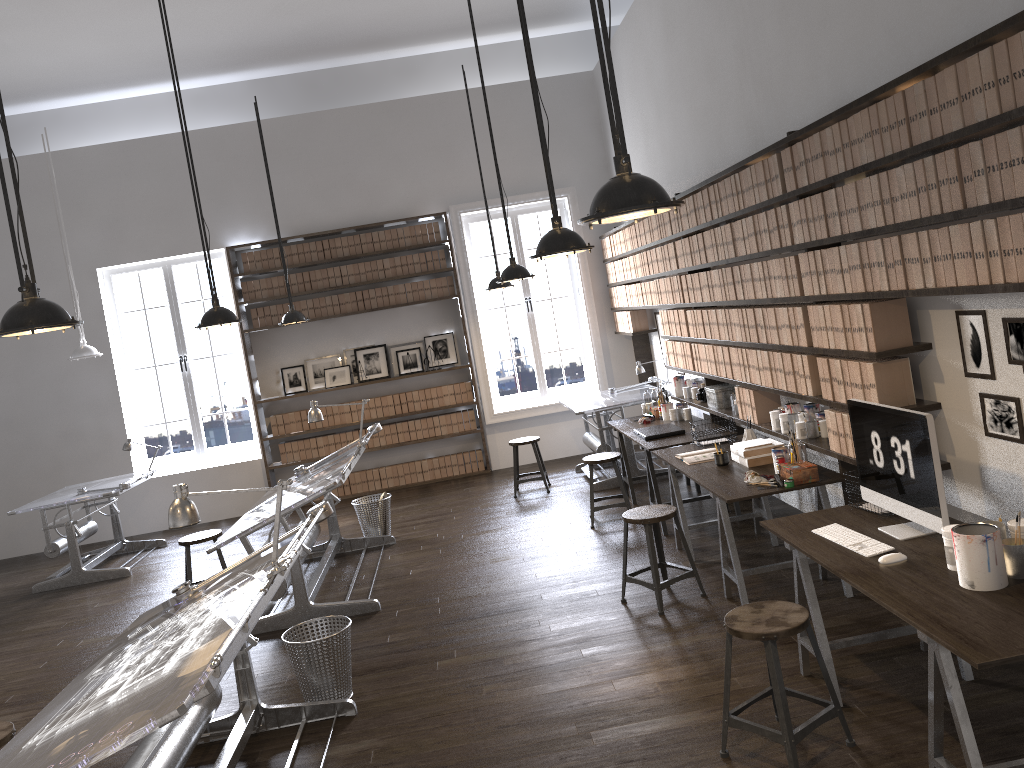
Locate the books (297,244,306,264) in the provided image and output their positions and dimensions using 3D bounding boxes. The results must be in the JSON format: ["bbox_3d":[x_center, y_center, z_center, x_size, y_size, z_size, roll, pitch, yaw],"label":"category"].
[{"bbox_3d":[-2.375,-1.469,10.035,0.067,0.225,0.175,-10,3,-3],"label":"books"}]

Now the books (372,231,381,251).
[{"bbox_3d":[-1.539,-1.614,10.087,0.067,0.225,0.175,-10,3,-3],"label":"books"}]

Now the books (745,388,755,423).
[{"bbox_3d":[1.654,0.132,5.862,0.174,0.225,0.067,-10,2,-4],"label":"books"}]

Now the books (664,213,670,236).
[{"bbox_3d":[1.332,-1.312,7.133,0.174,0.225,0.067,-10,2,-4],"label":"books"}]

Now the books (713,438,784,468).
[{"bbox_3d":[1.409,0.402,5.314,0.385,0.147,0.295,-10,4,-4],"label":"books"}]

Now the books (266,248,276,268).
[{"bbox_3d":[-2.709,-1.410,10.012,0.067,0.225,0.175,-10,3,-3],"label":"books"}]

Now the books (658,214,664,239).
[{"bbox_3d":[1.317,-1.328,7.347,0.174,0.225,0.067,-10,2,-4],"label":"books"}]

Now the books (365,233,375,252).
[{"bbox_3d":[-1.610,-1.602,10.082,0.067,0.225,0.175,-10,3,-4],"label":"books"}]

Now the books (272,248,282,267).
[{"bbox_3d":[-2.640,-1.422,10.012,0.067,0.225,0.175,-10,3,-4],"label":"books"}]

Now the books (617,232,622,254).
[{"bbox_3d":[1.187,-1.456,9.077,0.174,0.225,0.067,-10,2,-4],"label":"books"}]

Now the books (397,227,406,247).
[{"bbox_3d":[-1.262,-1.663,10.108,0.067,0.225,0.175,-10,3,-3],"label":"books"}]

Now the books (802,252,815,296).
[{"bbox_3d":[1.608,-0.580,4.563,0.174,0.225,0.067,-10,2,-4],"label":"books"}]

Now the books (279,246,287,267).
[{"bbox_3d":[-2.569,-1.435,10.019,0.067,0.225,0.175,-10,3,-3],"label":"books"}]

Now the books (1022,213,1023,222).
[{"bbox_3d":[1.737,-0.450,2.812,0.174,0.225,0.067,-10,2,-4],"label":"books"}]

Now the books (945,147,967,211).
[{"bbox_3d":[1.665,-0.742,3.170,0.174,0.225,0.067,-10,2,-4],"label":"books"}]

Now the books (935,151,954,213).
[{"bbox_3d":[1.665,-0.748,3.245,0.174,0.225,0.067,-10,2,-4],"label":"books"}]

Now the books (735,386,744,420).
[{"bbox_3d":[1.637,0.117,6.071,0.174,0.225,0.067,-10,2,-4],"label":"books"}]

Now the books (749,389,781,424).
[{"bbox_3d":[1.664,0.136,5.792,0.174,0.225,0.067,-10,2,-4],"label":"books"}]

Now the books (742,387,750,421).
[{"bbox_3d":[1.653,0.126,5.933,0.174,0.225,0.067,-10,2,-4],"label":"books"}]

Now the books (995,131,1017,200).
[{"bbox_3d":[1.691,-0.721,2.884,0.174,0.225,0.067,-10,2,-4],"label":"books"}]

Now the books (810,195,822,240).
[{"bbox_3d":[1.584,-0.832,4.367,0.174,0.225,0.067,-10,2,-4],"label":"books"}]

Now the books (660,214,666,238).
[{"bbox_3d":[1.323,-1.322,7.273,0.174,0.225,0.067,-10,2,-4],"label":"books"}]

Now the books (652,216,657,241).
[{"bbox_3d":[1.301,-1.343,7.554,0.174,0.225,0.067,-10,2,-4],"label":"books"}]

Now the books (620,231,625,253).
[{"bbox_3d":[1.199,-1.447,8.948,0.174,0.225,0.067,-10,2,-4],"label":"books"}]

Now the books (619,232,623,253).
[{"bbox_3d":[1.196,-1.452,9.010,0.174,0.225,0.067,-10,2,-4],"label":"books"}]

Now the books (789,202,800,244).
[{"bbox_3d":[1.560,-0.852,4.639,0.174,0.225,0.067,-10,2,-4],"label":"books"}]

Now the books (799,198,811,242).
[{"bbox_3d":[1.567,-0.840,4.495,0.174,0.225,0.067,-10,2,-4],"label":"books"}]

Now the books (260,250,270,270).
[{"bbox_3d":[-2.778,-1.398,10.009,0.067,0.225,0.175,-10,3,-3],"label":"books"}]

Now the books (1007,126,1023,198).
[{"bbox_3d":[1.690,-0.715,2.816,0.174,0.225,0.067,-10,2,-4],"label":"books"}]

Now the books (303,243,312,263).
[{"bbox_3d":[-2.306,-1.481,10.040,0.067,0.225,0.175,-10,3,-3],"label":"books"}]

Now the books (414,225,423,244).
[{"bbox_3d":[-1.063,-1.698,10.120,0.067,0.225,0.175,-10,3,-3],"label":"books"}]

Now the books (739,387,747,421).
[{"bbox_3d":[1.648,0.120,6.004,0.174,0.225,0.067,-10,2,-4],"label":"books"}]

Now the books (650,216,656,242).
[{"bbox_3d":[1.300,-1.349,7.624,0.174,0.225,0.067,-10,2,-4],"label":"books"}]

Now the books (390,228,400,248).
[{"bbox_3d":[-1.331,-1.651,10.107,0.067,0.225,0.175,-10,3,-4],"label":"books"}]

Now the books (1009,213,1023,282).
[{"bbox_3d":[1.736,-0.456,2.882,0.174,0.225,0.067,-10,2,-4],"label":"books"}]

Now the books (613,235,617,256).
[{"bbox_3d":[1.173,-1.479,9.357,0.174,0.225,0.067,-10,2,-4],"label":"books"}]

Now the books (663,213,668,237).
[{"bbox_3d":[1.330,-1.318,7.203,0.174,0.225,0.067,-10,2,-4],"label":"books"}]

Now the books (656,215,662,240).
[{"bbox_3d":[1.308,-1.332,7.410,0.174,0.225,0.067,-10,2,-4],"label":"books"}]

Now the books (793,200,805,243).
[{"bbox_3d":[1.562,-0.846,4.567,0.174,0.225,0.067,-10,2,-4],"label":"books"}]

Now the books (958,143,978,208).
[{"bbox_3d":[1.676,-0.737,3.096,0.174,0.225,0.067,-10,2,-4],"label":"books"}]

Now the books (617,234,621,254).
[{"bbox_3d":[1.188,-1.463,9.144,0.174,0.225,0.067,-10,2,-4],"label":"books"}]

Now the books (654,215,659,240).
[{"bbox_3d":[1.303,-1.337,7.482,0.174,0.225,0.067,-10,2,-4],"label":"books"}]

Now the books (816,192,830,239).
[{"bbox_3d":[1.583,-0.826,4.292,0.174,0.225,0.067,-10,2,-4],"label":"books"}]

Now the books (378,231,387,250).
[{"bbox_3d":[-1.468,-1.627,10.095,0.067,0.225,0.175,-10,3,-3],"label":"books"}]

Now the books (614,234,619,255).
[{"bbox_3d":[1.173,-1.472,9.285,0.174,0.225,0.067,-10,2,-4],"label":"books"}]

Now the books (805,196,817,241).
[{"bbox_3d":[1.576,-0.837,4.432,0.174,0.225,0.067,-10,2,-4],"label":"books"}]

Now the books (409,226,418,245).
[{"bbox_3d":[-1.129,-1.687,10.120,0.067,0.225,0.175,-10,3,-4],"label":"books"}]

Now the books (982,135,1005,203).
[{"bbox_3d":[1.686,-0.726,2.954,0.174,0.225,0.067,-10,2,-4],"label":"books"}]

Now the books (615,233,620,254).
[{"bbox_3d":[1.183,-1.468,9.215,0.174,0.225,0.067,-10,2,-4],"label":"books"}]

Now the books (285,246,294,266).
[{"bbox_3d":[-2.507,-1.446,10.025,0.067,0.225,0.175,-10,3,-3],"label":"books"}]

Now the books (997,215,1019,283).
[{"bbox_3d":[1.733,-0.461,2.952,0.174,0.225,0.067,-10,2,-4],"label":"books"}]

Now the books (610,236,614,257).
[{"bbox_3d":[1.162,-1.490,9.505,0.174,0.225,0.067,-10,2,-4],"label":"books"}]

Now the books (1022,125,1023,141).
[{"bbox_3d":[1.700,-0.711,2.750,0.174,0.225,0.067,-10,2,-4],"label":"books"}]

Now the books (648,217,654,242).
[{"bbox_3d":[1.293,-1.354,7.694,0.174,0.225,0.067,-10,2,-4],"label":"books"}]

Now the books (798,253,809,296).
[{"bbox_3d":[1.608,-0.586,4.626,0.174,0.225,0.067,-10,2,-4],"label":"books"}]

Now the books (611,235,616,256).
[{"bbox_3d":[1.162,-1.483,9.431,0.174,0.225,0.067,-10,2,-4],"label":"books"}]

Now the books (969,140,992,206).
[{"bbox_3d":[1.677,-0.731,3.025,0.174,0.225,0.067,-10,2,-4],"label":"books"}]

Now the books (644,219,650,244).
[{"bbox_3d":[1.280,-1.364,7.836,0.174,0.225,0.067,-10,2,-4],"label":"books"}]

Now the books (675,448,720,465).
[{"bbox_3d":[1.215,0.457,5.700,0.256,0.029,0.355,-10,5,-3],"label":"books"}]

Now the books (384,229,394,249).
[{"bbox_3d":[-1.400,-1.639,10.104,0.067,0.225,0.175,-10,3,-4],"label":"books"}]
